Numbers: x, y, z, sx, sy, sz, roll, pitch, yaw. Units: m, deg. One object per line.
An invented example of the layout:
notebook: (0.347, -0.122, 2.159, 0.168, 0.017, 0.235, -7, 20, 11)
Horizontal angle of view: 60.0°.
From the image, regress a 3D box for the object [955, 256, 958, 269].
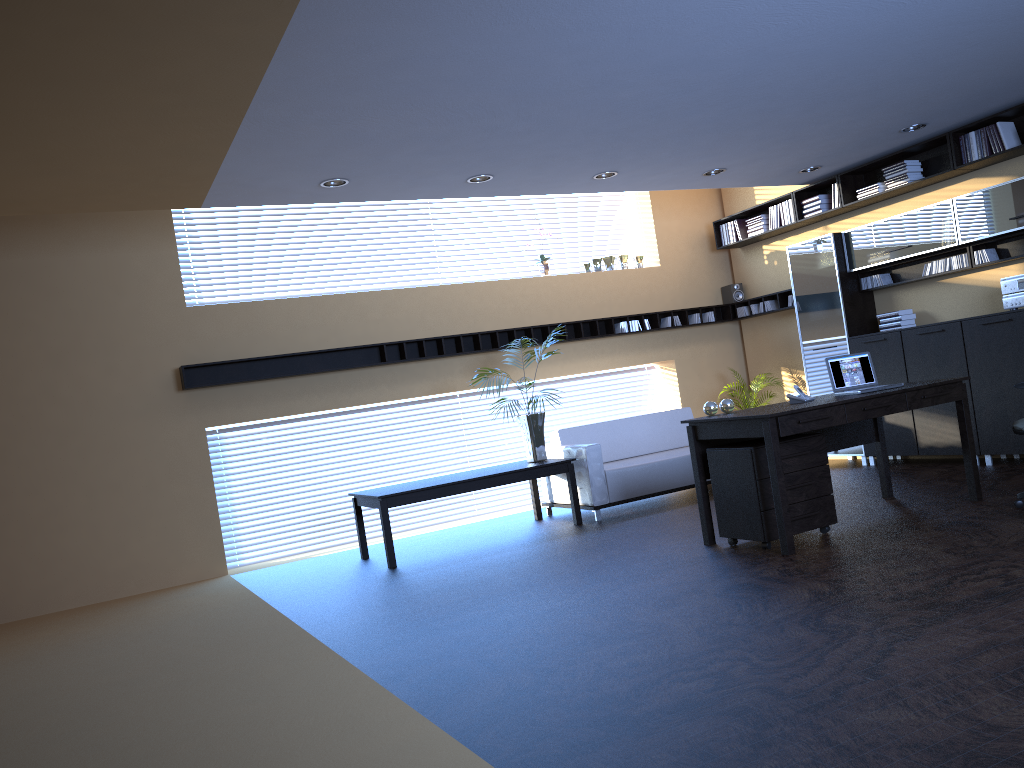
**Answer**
object: (4.129, -1.121, 8.143, 0.140, 0.118, 0.006, -9, 0, -27)

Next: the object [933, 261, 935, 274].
object: (4.027, -1.102, 8.358, 0.140, 0.116, 0.036, -9, 0, -26)

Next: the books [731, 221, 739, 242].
books: (2.717, -1.816, 10.568, 0.207, 0.258, 0.050, -9, 0, -27)

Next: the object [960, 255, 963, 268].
object: (4.154, -1.126, 8.100, 0.142, 0.120, 0.009, -9, 0, -27)

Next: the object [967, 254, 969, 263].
object: (4.184, -1.131, 8.036, 0.142, 0.120, 0.009, -9, 0, -27)

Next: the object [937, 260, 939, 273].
object: (4.046, -1.106, 8.323, 0.142, 0.118, 0.040, -9, 0, -26)

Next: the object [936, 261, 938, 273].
object: (4.044, -1.105, 8.332, 0.140, 0.116, 0.036, -9, 0, -27)

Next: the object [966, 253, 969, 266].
object: (4.177, -1.130, 8.044, 0.142, 0.120, 0.009, -9, 0, -26)

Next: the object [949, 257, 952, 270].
object: (4.106, -1.117, 8.199, 0.142, 0.120, 0.009, -9, 0, -26)

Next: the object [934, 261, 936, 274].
object: (4.034, -1.103, 8.350, 0.140, 0.116, 0.036, -9, 0, -26)

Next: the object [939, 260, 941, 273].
object: (4.052, -1.107, 8.303, 0.140, 0.116, 0.036, -9, 0, -27)

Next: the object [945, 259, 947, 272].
object: (4.084, -1.112, 8.252, 0.142, 0.118, 0.040, -9, 0, -27)

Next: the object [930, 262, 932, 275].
object: (4.013, -1.099, 8.385, 0.142, 0.118, 0.040, -9, 0, -27)

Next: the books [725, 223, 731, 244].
books: (2.664, -1.806, 10.658, 0.207, 0.258, 0.050, -9, 0, -27)

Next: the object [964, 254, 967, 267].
object: (4.171, -1.129, 8.063, 0.142, 0.120, 0.009, -9, 0, -26)

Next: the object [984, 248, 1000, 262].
object: (4.267, -1.145, 7.881, 0.142, 0.118, 0.040, -9, 0, -26)

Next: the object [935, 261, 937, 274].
object: (4.034, -1.103, 8.339, 0.142, 0.118, 0.040, -9, 0, -26)

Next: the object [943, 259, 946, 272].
object: (4.075, -1.111, 8.259, 0.142, 0.118, 0.040, -9, 0, -26)

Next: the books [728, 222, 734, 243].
books: (2.693, -1.812, 10.615, 0.207, 0.258, 0.050, -9, 0, -26)

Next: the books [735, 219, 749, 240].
books: (2.756, -1.823, 10.483, 0.207, 0.260, 0.075, -9, 0, -27)

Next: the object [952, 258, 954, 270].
object: (4.114, -1.118, 8.181, 0.140, 0.118, 0.006, -9, 0, -26)

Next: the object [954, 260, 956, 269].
object: (4.123, -1.120, 8.163, 0.140, 0.118, 0.006, -9, 0, -26)

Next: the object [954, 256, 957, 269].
object: (4.124, -1.120, 8.152, 0.142, 0.120, 0.009, -9, 0, -27)

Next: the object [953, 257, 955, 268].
object: (4.123, -1.120, 8.174, 0.140, 0.118, 0.006, -9, 0, -26)

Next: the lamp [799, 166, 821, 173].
lamp: (2.941, -2.164, 8.765, 0.208, 0.096, 0.209, -9, -1, -8)

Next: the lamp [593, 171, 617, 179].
lamp: (0.804, -1.855, 7.696, 0.209, 0.096, 0.207, -9, -1, 34)

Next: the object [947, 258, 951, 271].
object: (4.095, -1.115, 8.223, 0.142, 0.118, 0.040, -9, 0, -26)

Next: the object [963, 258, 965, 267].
object: (4.167, -1.128, 8.083, 0.140, 0.118, 0.006, -9, 0, -26)

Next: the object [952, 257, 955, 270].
object: (4.117, -1.119, 8.182, 0.142, 0.120, 0.009, -9, 0, -26)

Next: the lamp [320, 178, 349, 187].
lamp: (-1.333, -1.546, 6.627, 0.209, 0.096, 0.208, -8, -1, -26)

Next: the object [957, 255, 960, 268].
object: (4.138, -1.123, 8.125, 0.142, 0.120, 0.009, -9, 0, -26)

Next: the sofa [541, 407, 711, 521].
sofa: (1.389, 0.746, 8.968, 2.053, 0.848, 1.016, -8, 0, -26)

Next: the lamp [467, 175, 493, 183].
lamp: (-0.264, -1.700, 7.161, 0.209, 0.096, 0.207, -9, -1, 34)

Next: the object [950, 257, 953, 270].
object: (4.108, -1.117, 8.189, 0.142, 0.120, 0.009, -9, 0, -26)

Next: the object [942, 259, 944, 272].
object: (4.066, -1.109, 8.276, 0.140, 0.116, 0.036, -9, 0, -27)

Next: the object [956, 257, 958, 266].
object: (4.132, -1.122, 8.145, 0.142, 0.120, 0.009, -9, 0, -26)

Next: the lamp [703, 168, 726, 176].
lamp: (1.873, -2.010, 8.230, 0.207, 0.096, 0.209, -8, -1, -44)

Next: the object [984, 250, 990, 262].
object: (4.265, -1.145, 7.879, 0.140, 0.116, 0.036, -9, 0, -26)

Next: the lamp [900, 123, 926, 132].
lamp: (3.471, -2.263, 7.684, 0.207, 0.096, 0.209, -8, -1, -32)

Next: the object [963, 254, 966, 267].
object: (4.166, -1.128, 8.072, 0.142, 0.120, 0.009, -9, 0, -26)

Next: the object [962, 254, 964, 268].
object: (4.163, -1.127, 8.093, 0.142, 0.120, 0.009, -9, 0, -26)

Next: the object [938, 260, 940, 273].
object: (4.053, -1.107, 8.315, 0.142, 0.118, 0.040, -9, 0, -26)

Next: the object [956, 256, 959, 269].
object: (4.139, -1.123, 8.137, 0.142, 0.120, 0.009, -9, 0, -26)

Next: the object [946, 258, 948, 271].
object: (4.087, -1.113, 8.242, 0.142, 0.118, 0.040, -9, 0, -27)

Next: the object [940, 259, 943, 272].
object: (4.060, -1.108, 8.285, 0.142, 0.118, 0.040, -9, 0, -26)

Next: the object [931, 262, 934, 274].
object: (4.018, -1.100, 8.376, 0.142, 0.118, 0.040, -9, 0, -26)

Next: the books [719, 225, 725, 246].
books: (2.624, -1.799, 10.754, 0.207, 0.258, 0.050, -9, 0, -27)

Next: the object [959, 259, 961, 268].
object: (4.152, -1.125, 8.121, 0.142, 0.120, 0.009, -9, 0, -26)

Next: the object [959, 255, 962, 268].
object: (4.148, -1.125, 8.108, 0.142, 0.120, 0.009, -9, 0, -26)

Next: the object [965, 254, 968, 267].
object: (4.179, -1.130, 8.056, 0.142, 0.120, 0.009, -9, 0, -26)

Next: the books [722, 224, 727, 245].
books: (2.650, -1.803, 10.709, 0.207, 0.258, 0.050, -9, 0, -27)
